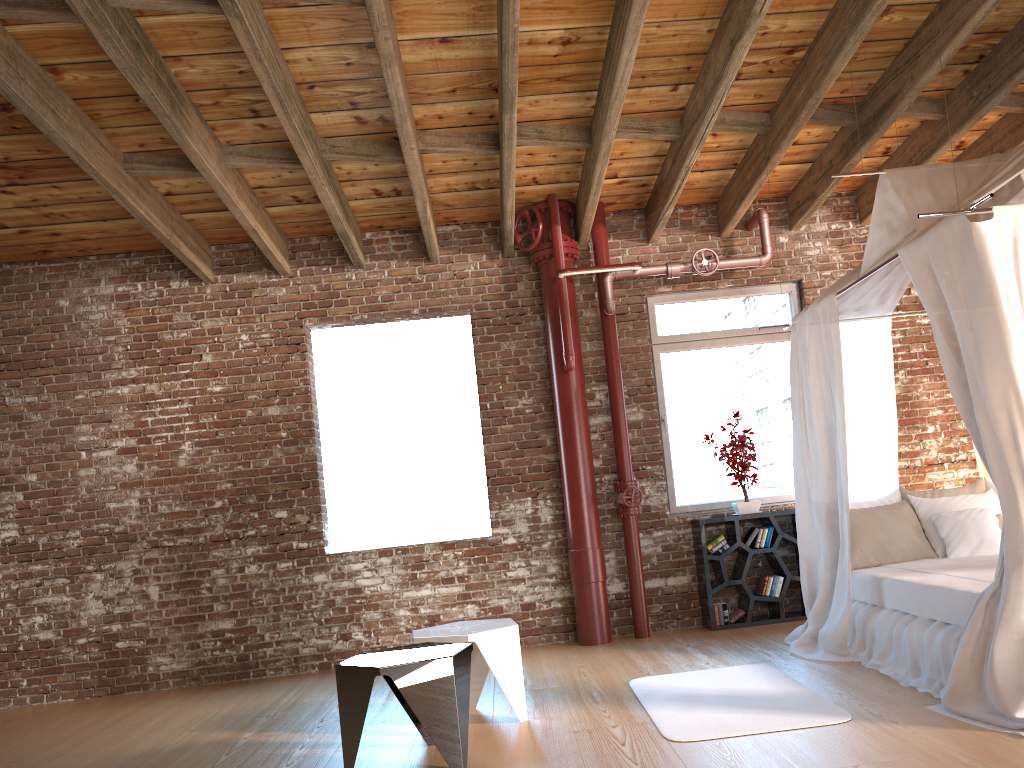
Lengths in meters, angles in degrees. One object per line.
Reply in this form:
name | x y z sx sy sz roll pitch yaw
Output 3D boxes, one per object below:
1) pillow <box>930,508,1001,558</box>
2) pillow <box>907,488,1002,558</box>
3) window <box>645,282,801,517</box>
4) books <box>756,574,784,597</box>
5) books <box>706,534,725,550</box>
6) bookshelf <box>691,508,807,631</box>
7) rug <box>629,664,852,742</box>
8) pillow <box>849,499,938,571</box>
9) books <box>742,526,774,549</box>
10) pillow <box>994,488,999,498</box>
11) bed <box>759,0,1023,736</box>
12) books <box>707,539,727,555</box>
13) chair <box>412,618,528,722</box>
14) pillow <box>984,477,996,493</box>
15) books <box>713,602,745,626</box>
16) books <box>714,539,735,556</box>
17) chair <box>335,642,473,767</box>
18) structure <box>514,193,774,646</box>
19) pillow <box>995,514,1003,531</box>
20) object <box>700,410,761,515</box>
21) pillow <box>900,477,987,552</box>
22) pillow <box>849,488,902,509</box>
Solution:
pillow | 2.804 0.913 5.406 0.380 0.290 0.219 -7 -5 6
pillow | 2.877 0.866 5.587 0.606 0.401 0.354 -5 -5 -6
window | 1.789 0.112 7.182 1.332 1.840 0.170 -6 -3 -4
books | 1.986 1.553 6.792 0.201 0.180 0.136 -6 -5 -3
books | 1.553 1.217 6.785 0.152 0.108 0.136 -6 -6 -3
bookshelf | 1.885 1.432 6.863 0.848 0.841 0.297 -6 -4 -4
rug | 1.093 1.599 4.518 0.851 0.007 1.459 -6 -8 -1
pillow | 2.301 0.959 5.544 0.608 0.412 0.363 -5 -5 -6
books | 1.895 1.186 6.808 0.241 0.165 0.136 -6 -5 -3
pillow | 3.468 0.844 5.632 0.622 0.430 0.297 -6 -5 -3
bed | 2.766 -0.475 4.811 2.473 3.863 2.709 -6 -5 -3
books | 1.569 1.251 6.784 0.152 0.108 0.136 -6 -6 -3
chair | -0.226 1.517 4.602 0.630 0.487 0.527 -1 -8 -39
pillow | 3.460 0.828 5.830 0.625 0.496 0.211 -6 -4 -4
books | 1.656 1.755 6.760 0.247 0.159 0.136 -6 -5 -3
books | 1.628 1.258 6.787 0.155 0.113 0.136 -6 -6 -3
chair | -0.449 1.441 3.907 0.606 0.487 0.548 -11 -8 41
structure | 1.143 0.179 6.763 1.980 3.447 0.584 -6 -3 -4
pillow | 3.045 0.918 5.456 0.286 0.233 0.164 -6 -5 -5
object | 1.737 0.605 6.888 0.413 0.836 0.401 -6 -4 -7
pillow | 2.867 0.881 5.790 0.626 0.492 0.211 -6 -4 -4
pillow | 2.294 0.952 5.742 0.626 0.490 0.202 -6 -4 -3
